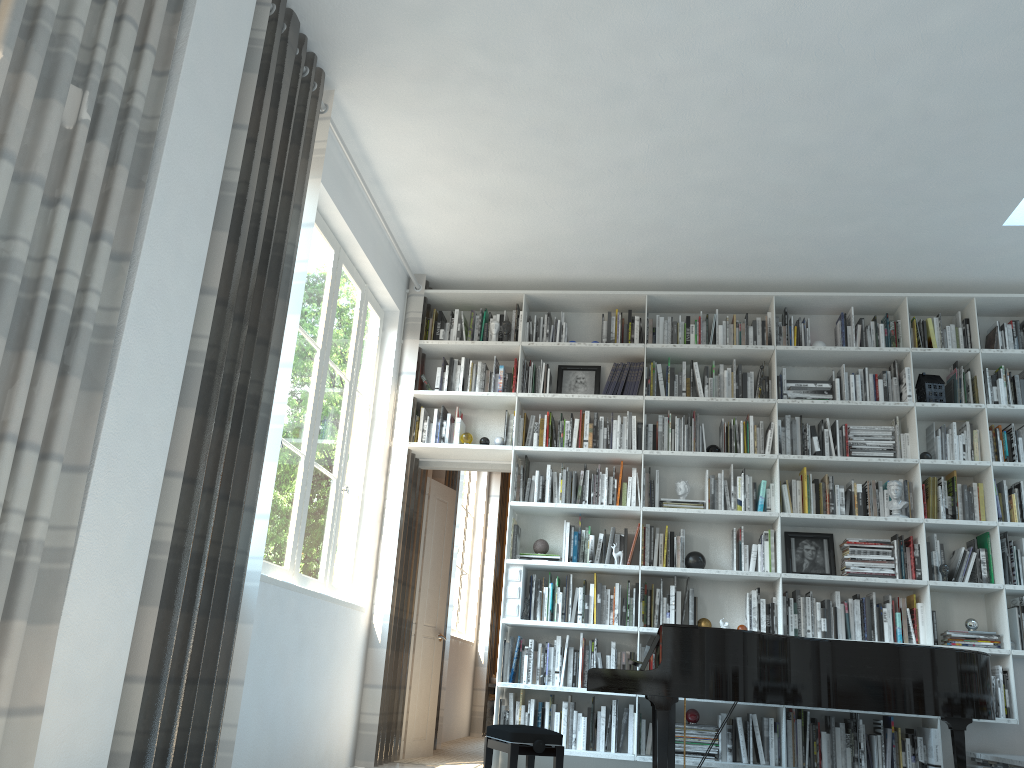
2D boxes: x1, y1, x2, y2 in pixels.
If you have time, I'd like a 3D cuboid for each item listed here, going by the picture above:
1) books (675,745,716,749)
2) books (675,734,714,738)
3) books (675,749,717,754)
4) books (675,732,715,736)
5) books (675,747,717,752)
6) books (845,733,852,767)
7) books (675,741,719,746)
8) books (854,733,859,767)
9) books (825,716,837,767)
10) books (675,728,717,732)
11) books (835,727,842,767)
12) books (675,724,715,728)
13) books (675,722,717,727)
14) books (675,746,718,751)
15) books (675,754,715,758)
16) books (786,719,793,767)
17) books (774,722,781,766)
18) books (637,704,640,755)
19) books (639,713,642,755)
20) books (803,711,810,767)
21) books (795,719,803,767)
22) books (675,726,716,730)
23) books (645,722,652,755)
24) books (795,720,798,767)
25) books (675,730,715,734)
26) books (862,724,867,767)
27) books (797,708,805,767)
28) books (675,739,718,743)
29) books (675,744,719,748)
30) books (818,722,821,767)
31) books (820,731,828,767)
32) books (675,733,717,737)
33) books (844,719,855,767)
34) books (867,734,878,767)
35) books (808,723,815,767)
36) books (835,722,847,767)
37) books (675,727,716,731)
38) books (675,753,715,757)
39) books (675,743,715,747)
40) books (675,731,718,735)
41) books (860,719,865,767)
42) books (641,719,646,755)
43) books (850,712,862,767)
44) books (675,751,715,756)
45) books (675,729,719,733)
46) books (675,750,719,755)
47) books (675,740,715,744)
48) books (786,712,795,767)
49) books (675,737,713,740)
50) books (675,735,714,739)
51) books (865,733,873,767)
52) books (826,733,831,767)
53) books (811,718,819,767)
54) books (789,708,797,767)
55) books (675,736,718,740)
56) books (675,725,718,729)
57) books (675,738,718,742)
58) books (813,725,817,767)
[{"bbox_3d":[1.078,2.162,5.289,0.254,0.007,0.161,3,-19,5],"label":"books"},{"bbox_3d":[1.081,2.104,5.316,0.285,0.005,0.160,1,-19,9],"label":"books"},{"bbox_3d":[1.077,2.181,5.280,0.285,0.007,0.160,0,-19,13],"label":"books"},{"bbox_3d":[1.082,2.094,5.321,0.254,0.005,0.161,1,-19,8],"label":"books"},{"bbox_3d":[1.078,2.175,5.284,0.254,0.007,0.161,3,-19,5],"label":"books"},{"bbox_3d":[1.950,2.149,5.178,0.024,0.203,0.145,1,-19,8],"label":"books"},{"bbox_3d":[1.079,2.141,5.293,0.285,0.007,0.160,3,-19,4],"label":"books"},{"bbox_3d":[1.985,2.142,5.166,0.022,0.212,0.167,1,-19,8],"label":"books"},{"bbox_3d":[1.871,2.104,5.203,0.026,0.293,0.155,1,-18,8],"label":"books"},{"bbox_3d":[1.085,2.070,5.317,0.254,0.005,0.161,3,-19,4],"label":"books"},{"bbox_3d":[1.897,2.134,5.193,0.030,0.234,0.138,1,-19,8],"label":"books"},{"bbox_3d":[1.087,2.053,5.332,0.254,0.005,0.161,1,-19,9],"label":"books"},{"bbox_3d":[1.086,2.044,5.325,0.285,0.005,0.160,0,-19,13],"label":"books"},{"bbox_3d":[1.079,2.170,5.291,0.285,0.007,0.160,1,-19,10],"label":"books"},{"bbox_3d":[1.073,2.207,5.274,0.254,0.007,0.161,0,-19,12],"label":"books"},{"bbox_3d":[1.620,2.111,5.218,0.026,0.255,0.184,1,-19,8],"label":"books"},{"bbox_3d":[1.569,2.128,5.250,0.021,0.236,0.116,1,-18,8],"label":"books"},{"bbox_3d":[0.765,2.085,5.368,0.012,0.284,0.160,1,-18,8],"label":"books"},{"bbox_3d":[0.775,2.112,5.361,0.012,0.230,0.138,1,-19,8],"label":"books"},{"bbox_3d":[1.726,2.091,5.222,0.034,0.310,0.170,1,-18,8],"label":"books"},{"bbox_3d":[1.685,2.115,5.229,0.025,0.262,0.145,1,-18,8],"label":"books"},{"bbox_3d":[1.087,2.063,5.330,0.254,0.005,0.161,1,-19,8],"label":"books"},{"bbox_3d":[0.828,2.131,5.335,0.053,0.183,0.148,1,-19,8],"label":"books"},{"bbox_3d":[1.669,2.120,5.240,0.010,0.258,0.131,1,-18,8],"label":"books"},{"bbox_3d":[1.084,2.081,5.315,0.254,0.005,0.161,0,-19,12],"label":"books"},{"bbox_3d":[2.038,2.123,5.174,0.024,0.261,0.132,1,-18,8],"label":"books"},{"bbox_3d":[1.704,2.078,5.228,0.012,0.336,0.144,1,-18,8],"label":"books"},{"bbox_3d":[1.081,2.132,5.306,0.285,0.007,0.160,1,-19,9],"label":"books"},{"bbox_3d":[1.079,2.155,5.291,0.285,0.007,0.160,3,-19,5],"label":"books"},{"bbox_3d":[1.794,2.122,5.214,0.012,0.254,0.151,1,-19,8],"label":"books"},{"bbox_3d":[1.809,2.138,5.181,0.028,0.205,0.175,1,-19,8],"label":"books"},{"bbox_3d":[1.081,2.099,5.317,0.285,0.005,0.160,2,-19,7],"label":"books"},{"bbox_3d":[1.970,2.106,5.176,0.013,0.284,0.185,1,-19,8],"label":"books"},{"bbox_3d":[2.089,2.143,5.135,0.010,0.205,0.180,1,-19,8],"label":"books"},{"bbox_3d":[1.753,2.125,5.218,0.022,0.246,0.144,1,-19,8],"label":"books"},{"bbox_3d":[1.926,2.122,5.192,0.028,0.260,0.133,1,-18,8],"label":"books"},{"bbox_3d":[1.086,2.069,5.329,0.254,0.005,0.161,1,-19,8],"label":"books"},{"bbox_3d":[1.075,2.204,5.284,0.254,0.007,0.161,1,-19,8],"label":"books"},{"bbox_3d":[1.080,2.151,5.299,0.254,0.007,0.161,1,-19,9],"label":"books"},{"bbox_3d":[1.081,2.086,5.314,0.285,0.005,0.160,3,-19,5],"label":"books"},{"bbox_3d":[2.018,2.105,5.166,0.014,0.287,0.185,1,-19,8],"label":"books"},{"bbox_3d":[0.791,2.126,5.349,0.025,0.197,0.161,1,-19,8],"label":"books"},{"bbox_3d":[2.006,2.082,5.174,0.014,0.334,0.183,1,-18,8],"label":"books"},{"bbox_3d":[1.075,2.196,5.284,0.254,0.007,0.161,1,-19,9],"label":"books"},{"bbox_3d":[1.085,2.077,5.319,0.285,0.005,0.160,2,-19,5],"label":"books"},{"bbox_3d":[1.075,2.188,5.280,0.285,0.007,0.160,3,-19,5],"label":"books"},{"bbox_3d":[1.081,2.138,5.303,0.254,0.007,0.161,1,-19,9],"label":"books"},{"bbox_3d":[1.642,2.090,5.223,0.014,0.299,0.185,1,-19,8],"label":"books"},{"bbox_3d":[1.080,2.120,5.312,0.254,0.005,0.161,1,-19,8],"label":"books"},{"bbox_3d":[1.080,2.109,5.313,0.254,0.005,0.161,2,-19,7],"label":"books"},{"bbox_3d":[2.069,2.150,5.170,0.040,0.211,0.129,1,-19,8],"label":"books"},{"bbox_3d":[1.841,2.153,5.203,0.030,0.196,0.143,1,-19,8],"label":"books"},{"bbox_3d":[1.783,2.112,5.219,0.012,0.275,0.155,1,-18,8],"label":"books"},{"bbox_3d":[1.659,2.078,5.243,0.014,0.339,0.140,1,-18,8],"label":"books"},{"bbox_3d":[1.079,2.113,5.310,0.285,0.005,0.160,2,-19,6],"label":"books"},{"bbox_3d":[1.087,2.059,5.333,0.285,0.005,0.160,1,-19,8],"label":"books"},{"bbox_3d":[1.082,2.126,5.310,0.285,0.007,0.160,1,-19,8],"label":"books"},{"bbox_3d":[1.770,2.128,5.211,0.012,0.238,0.129,1,-18,8],"label":"books"}]
